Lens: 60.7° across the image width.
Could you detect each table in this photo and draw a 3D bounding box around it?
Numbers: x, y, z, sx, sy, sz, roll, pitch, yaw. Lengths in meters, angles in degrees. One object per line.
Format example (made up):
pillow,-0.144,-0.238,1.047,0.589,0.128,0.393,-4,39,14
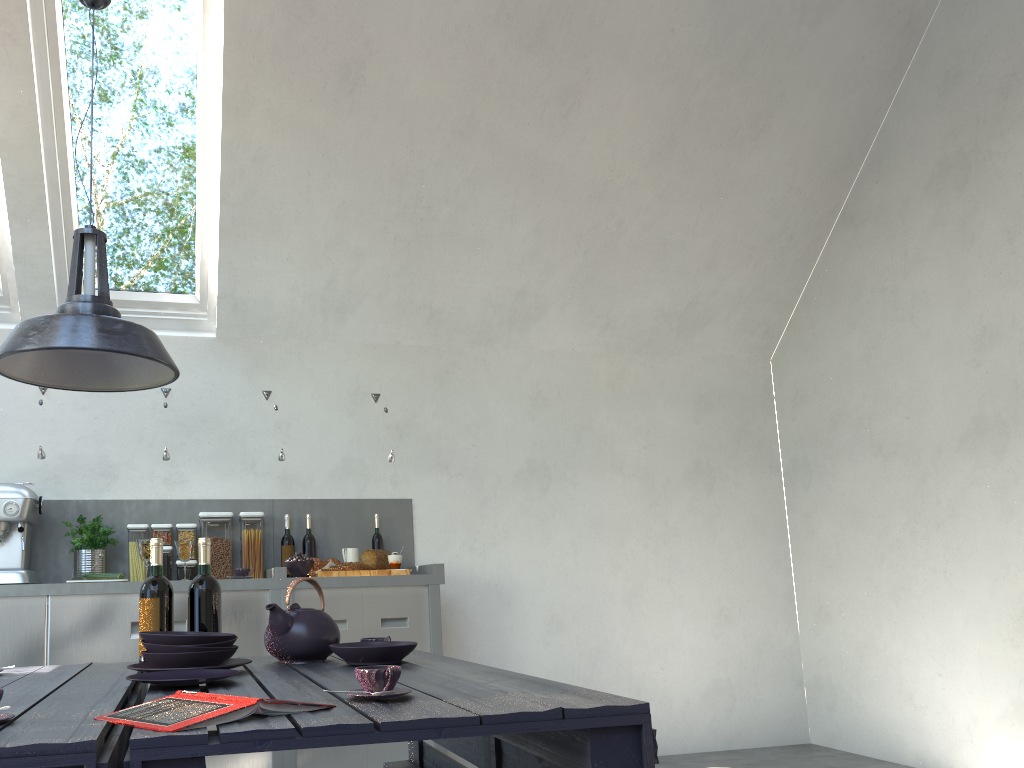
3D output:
table,-0.774,1.030,1.818,1.552,0.786,1.578,2,-13,-17

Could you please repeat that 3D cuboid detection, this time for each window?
window,-1.802,-1.108,4.181,0.804,1.371,1.550,1,-12,-19
window,-2.731,-1.128,3.946,0.804,1.378,1.557,1,-11,-19

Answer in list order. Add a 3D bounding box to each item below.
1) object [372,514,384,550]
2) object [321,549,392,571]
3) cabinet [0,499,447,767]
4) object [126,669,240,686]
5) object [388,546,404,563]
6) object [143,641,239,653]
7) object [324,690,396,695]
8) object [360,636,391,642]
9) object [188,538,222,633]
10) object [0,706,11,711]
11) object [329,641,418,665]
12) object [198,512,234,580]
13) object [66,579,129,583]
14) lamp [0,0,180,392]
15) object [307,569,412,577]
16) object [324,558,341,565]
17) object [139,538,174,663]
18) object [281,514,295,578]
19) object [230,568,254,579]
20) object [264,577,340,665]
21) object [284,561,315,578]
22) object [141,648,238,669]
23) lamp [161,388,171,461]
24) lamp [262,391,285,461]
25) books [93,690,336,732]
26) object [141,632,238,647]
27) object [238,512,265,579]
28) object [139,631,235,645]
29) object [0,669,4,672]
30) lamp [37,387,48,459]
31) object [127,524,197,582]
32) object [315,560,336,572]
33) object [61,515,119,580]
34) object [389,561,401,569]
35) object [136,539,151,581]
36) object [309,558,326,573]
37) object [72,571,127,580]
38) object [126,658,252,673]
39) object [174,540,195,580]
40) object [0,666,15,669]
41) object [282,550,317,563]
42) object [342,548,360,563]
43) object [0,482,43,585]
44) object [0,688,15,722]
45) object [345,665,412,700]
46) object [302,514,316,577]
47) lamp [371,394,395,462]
object,-0.722,0.871,4.702,0.060,0.340,0.064,0,-9,-15
object,-0.757,0.878,4.361,0.135,0.110,0.430,-12,-16,41
cabinet,-1.749,1.251,4.130,2.765,1.459,0.593,1,-10,-15
object,-0.694,0.623,1.849,0.229,0.019,0.244,1,-13,-13
object,-0.585,0.872,4.379,0.077,0.119,0.070,-8,-11,27
object,-0.778,0.652,2.120,0.223,0.062,0.238,1,-13,-13
object,-0.261,0.529,1.492,0.135,0.013,0.027,-4,-13,11
object,-0.387,0.742,2.467,0.111,0.055,0.123,4,-14,-25
object,-0.855,0.601,2.436,0.094,0.340,0.089,-5,-9,15
object,-0.836,0.514,1.355,0.029,0.013,0.129,-5,-14,15
object,-0.354,0.689,2.238,0.241,0.047,0.221,-7,-14,22
object,-1.518,0.839,4.487,0.169,0.350,0.134,0,-10,-18
object,-1.890,0.902,3.998,0.253,0.012,0.190,3,-14,-19
lamp,-1.055,-0.561,2.193,0.418,1.082,0.450,0,-10,-18
object,-0.761,0.942,4.335,0.456,0.028,0.322,2,-14,-16
object,-0.911,0.918,4.427,0.125,0.076,0.114,-8,-13,25
object,-0.973,0.595,2.395,0.095,0.340,0.088,-6,-10,20
object,-1.175,0.857,4.584,0.070,0.340,0.077,1,-10,-25
object,-1.277,0.898,4.133,0.116,0.055,0.118,-1,-12,-3
object,-0.580,0.652,2.420,0.206,0.229,0.228,1,-11,-16
object,-1.017,0.889,4.186,0.155,0.078,0.140,-9,-14,29
object,-0.779,0.667,2.117,0.241,0.047,0.221,-7,-14,22
lamp,-1.759,0.194,4.439,0.058,0.431,0.348,1,-11,-20
lamp,-1.237,0.211,4.580,0.056,0.430,0.360,2,-11,-29
books,-0.467,0.508,1.388,0.238,0.030,0.288,-12,-17,38
object,-0.782,0.640,2.125,0.224,0.062,0.237,1,-13,-13
object,-1.349,0.845,4.533,0.124,0.350,0.134,0,-10,-19
object,-0.787,0.628,2.123,0.221,0.057,0.240,2,-13,-18
object,-1.355,0.713,2.222,0.110,0.055,0.124,5,-14,-30
lamp,-2.303,0.177,4.302,0.056,0.430,0.360,2,-11,-29
object,-1.758,0.855,4.402,0.331,0.290,0.111,1,-10,-15
object,-0.944,0.909,4.358,0.198,0.058,0.203,-2,-13,2
object,-2.056,0.802,4.249,0.263,0.337,0.238,-7,-11,24
object,-0.575,0.894,4.313,0.056,0.046,0.063,5,-14,-33
object,-1.672,0.808,4.004,0.104,0.189,0.094,-8,-11,30
object,-0.980,0.900,4.339,0.125,0.076,0.114,-8,-13,25
object,-1.910,0.878,3.995,0.277,0.053,0.144,-2,-13,0
object,-0.778,0.688,2.117,0.305,0.024,0.290,-5,-13,13
object,-1.563,0.846,4.180,0.094,0.189,0.104,3,-11,-29
object,-1.357,0.740,2.261,0.125,0.013,0.030,9,-17,-40
object,-1.019,0.840,4.193,0.151,0.094,0.151,5,-14,-32
object,-0.814,0.895,4.448,0.082,0.118,0.090,-3,-10,3
object,-2.382,0.690,4.069,0.346,0.494,0.449,1,-11,-19
object,-0.813,0.488,1.320,0.110,0.055,0.124,5,-14,-30
object,-0.232,0.517,1.520,0.114,0.055,0.120,0,-12,-10
object,-1.069,0.860,4.611,0.070,0.340,0.075,0,-9,-15
lamp,-0.693,0.227,4.717,0.058,0.431,0.348,1,-11,-20
